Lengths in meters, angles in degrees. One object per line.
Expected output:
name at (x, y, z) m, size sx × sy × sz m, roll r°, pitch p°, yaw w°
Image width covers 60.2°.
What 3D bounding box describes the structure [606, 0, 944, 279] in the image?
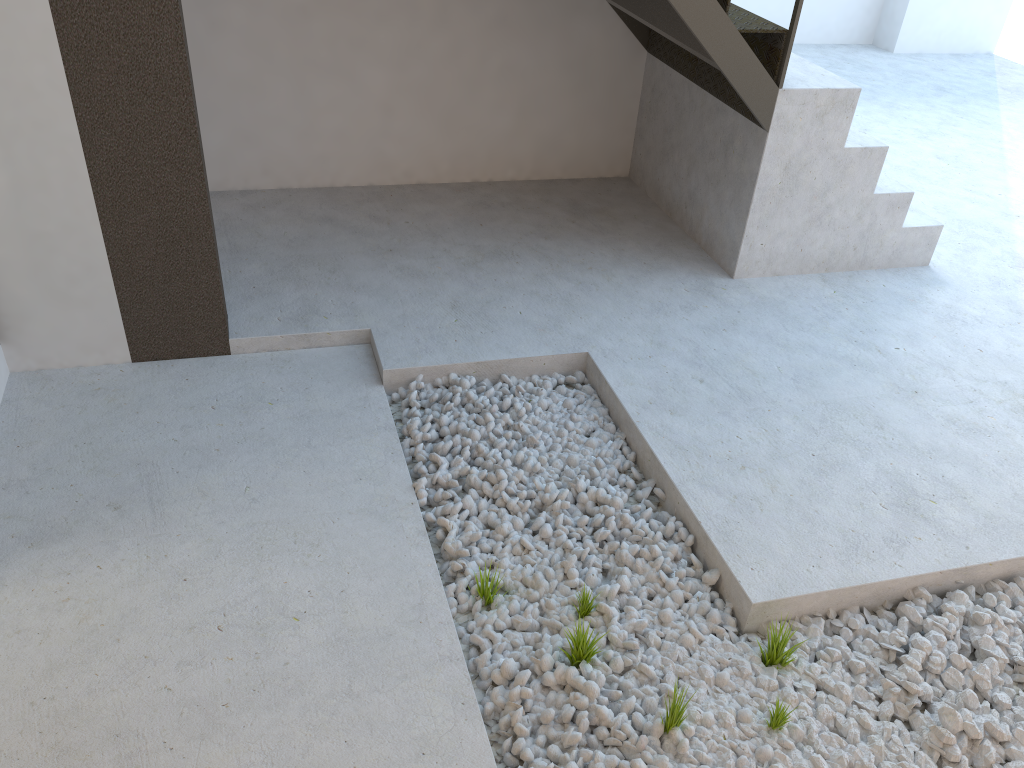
structure at (-1.374, -2.185, 2.185) m, size 6.526 × 4.132 × 1.110 m, roll -6°, pitch 37°, yaw -15°
